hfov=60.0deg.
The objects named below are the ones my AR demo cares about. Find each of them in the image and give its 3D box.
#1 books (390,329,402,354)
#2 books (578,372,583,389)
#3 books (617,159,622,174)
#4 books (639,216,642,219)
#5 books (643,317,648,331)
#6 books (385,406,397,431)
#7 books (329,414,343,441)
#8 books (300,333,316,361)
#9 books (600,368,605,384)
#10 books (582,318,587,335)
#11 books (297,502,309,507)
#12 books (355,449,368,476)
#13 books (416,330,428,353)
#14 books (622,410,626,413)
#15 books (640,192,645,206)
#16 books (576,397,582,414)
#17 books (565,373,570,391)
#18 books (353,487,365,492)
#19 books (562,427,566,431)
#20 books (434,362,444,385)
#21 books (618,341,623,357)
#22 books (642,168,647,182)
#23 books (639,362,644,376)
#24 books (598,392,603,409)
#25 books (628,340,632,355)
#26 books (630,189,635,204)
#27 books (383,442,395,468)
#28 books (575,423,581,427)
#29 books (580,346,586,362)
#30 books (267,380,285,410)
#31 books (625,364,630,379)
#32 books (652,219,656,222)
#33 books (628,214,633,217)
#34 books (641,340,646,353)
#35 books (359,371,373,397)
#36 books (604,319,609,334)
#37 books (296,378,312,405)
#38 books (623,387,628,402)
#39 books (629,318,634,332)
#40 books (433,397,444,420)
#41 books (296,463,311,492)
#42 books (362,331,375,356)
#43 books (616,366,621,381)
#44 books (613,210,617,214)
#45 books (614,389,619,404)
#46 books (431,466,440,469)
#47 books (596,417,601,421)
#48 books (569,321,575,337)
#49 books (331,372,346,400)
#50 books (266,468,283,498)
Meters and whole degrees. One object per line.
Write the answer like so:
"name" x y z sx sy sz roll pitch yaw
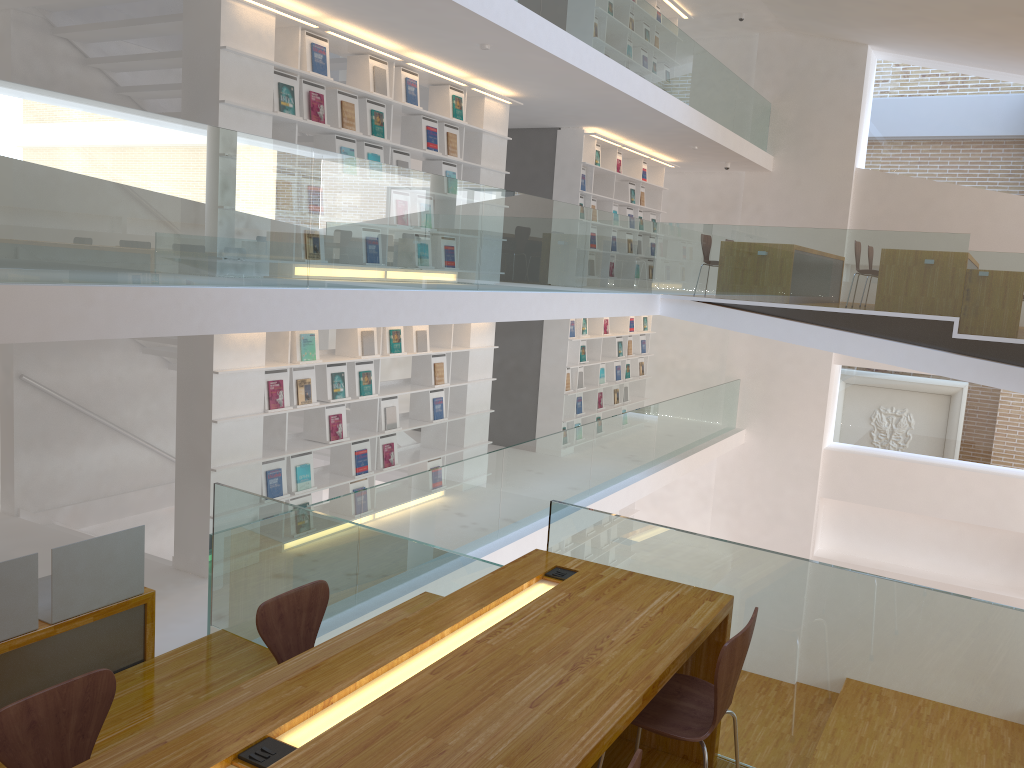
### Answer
"books" -0.990 -0.358 7.548 0.037 0.210 0.145 8 9 29
"books" 0.858 -0.044 11.128 0.037 0.210 0.145 8 9 29
"books" 1.370 -2.773 11.371 0.037 0.210 0.145 8 9 29
"books" 1.766 -2.202 12.232 0.037 0.210 0.145 8 9 29
"books" 1.940 -0.869 12.896 0.037 0.210 0.145 8 9 29
"books" -1.041 0.302 7.624 0.037 0.210 0.145 8 9 29
"books" -1.390 0.347 7.005 0.037 0.210 0.145 8 9 29
"books" -1.519 -0.269 6.608 0.037 0.210 0.145 8 9 29
"books" 1.191 -0.106 11.726 0.037 0.210 0.145 8 9 29
"books" 0.896 -0.722 11.032 0.037 0.210 0.145 8 9 29
"books" -1.603 1.022 6.793 0.037 0.210 0.145 8 9 29
"books" -1.245 0.650 7.347 0.037 0.210 0.145 8 9 29
"books" -0.802 -0.371 7.888 0.037 0.210 0.145 8 9 29
"books" 1.586 0.475 12.588 0.037 0.210 0.145 8 9 29
"books" 1.793 -2.537 12.202 0.037 0.210 0.145 8 9 29
"books" 0.848 0.270 11.192 0.037 0.210 0.145 8 9 29
"books" 0.669 -0.023 10.796 0.037 0.210 0.145 8 9 29
"books" -1.267 0.972 7.384 0.037 0.210 0.145 8 9 29
"books" 0.626 0.642 10.881 0.037 0.210 0.145 8 9 29
"books" -0.673 -0.090 8.200 0.037 0.210 0.145 8 9 29
"books" 1.485 -0.479 12.168 0.037 0.210 0.145 8 9 29
"books" 1.814 -2.848 12.161 0.037 0.210 0.145 8 9 29
"books" 1.900 -0.214 12.985 0.037 0.210 0.145 8 9 29
"books" 1.169 0.219 11.769 0.037 0.210 0.145 8 9 29
"books" 1.656 -0.507 12.472 0.037 0.210 0.145 8 9 29
"books" 1.622 -2.508 11.898 0.037 0.210 0.145 8 9 29
"books" -1.066 0.620 7.666 0.037 0.210 0.145 8 9 29
"books" 0.837 0.609 11.257 0.037 0.210 0.145 8 9 29
"books" 0.887 -0.373 11.098 0.037 0.210 0.145 8 9 29
"books" -1.697 0.079 6.378 0.037 0.210 0.145 8 9 29
"books" 1.630 -0.173 12.502 0.037 0.210 0.145 8 9 29
"books" 2.033 -2.258 12.712 0.037 0.210 0.145 8 9 29
"books" 1.602 -2.175 11.941 0.037 0.210 0.145 8 9 29
"books" 1.920 -0.535 12.939 0.037 0.210 0.145 8 9 29
"books" -1.197 -0.001 7.263 0.037 0.210 0.145 8 9 29
"books" 1.234 -0.744 11.641 0.037 0.210 0.145 8 9 29
"books" -1.557 0.068 6.650 0.037 0.210 0.145 8 9 29
"books" 1.608 0.148 12.545 0.037 0.210 0.145 8 9 29
"books" 1.677 -0.819 12.431 0.037 0.210 0.145 8 9 29
"books" -0.685 0.233 8.256 0.037 0.210 0.145 8 9 29
"books" -1.583 0.717 6.741 0.037 0.210 0.145 8 9 29
"books" -1.171 -0.328 7.226 0.037 0.210 0.145 8 9 29
"books" 1.466 -0.145 12.210 0.037 0.210 0.145 8 9 29
"books" 1.327 -2.135 11.456 0.037 0.210 0.145 8 9 29
"books" 1.446 0.176 12.256 0.037 0.210 0.145 8 9 29
"books" -0.719 0.888 8.367 0.037 0.210 0.145 8 9 29
"books" 1.148 0.547 11.808 0.037 0.210 0.145 8 9 29
"books" 0.722 -0.659 10.725 0.037 0.210 0.145 8 9 29
"books" -1.364 0.016 6.971 0.037 0.210 0.145 8 9 29
"books" -1.733 0.730 6.473 0.037 0.210 0.145 8 9 29
